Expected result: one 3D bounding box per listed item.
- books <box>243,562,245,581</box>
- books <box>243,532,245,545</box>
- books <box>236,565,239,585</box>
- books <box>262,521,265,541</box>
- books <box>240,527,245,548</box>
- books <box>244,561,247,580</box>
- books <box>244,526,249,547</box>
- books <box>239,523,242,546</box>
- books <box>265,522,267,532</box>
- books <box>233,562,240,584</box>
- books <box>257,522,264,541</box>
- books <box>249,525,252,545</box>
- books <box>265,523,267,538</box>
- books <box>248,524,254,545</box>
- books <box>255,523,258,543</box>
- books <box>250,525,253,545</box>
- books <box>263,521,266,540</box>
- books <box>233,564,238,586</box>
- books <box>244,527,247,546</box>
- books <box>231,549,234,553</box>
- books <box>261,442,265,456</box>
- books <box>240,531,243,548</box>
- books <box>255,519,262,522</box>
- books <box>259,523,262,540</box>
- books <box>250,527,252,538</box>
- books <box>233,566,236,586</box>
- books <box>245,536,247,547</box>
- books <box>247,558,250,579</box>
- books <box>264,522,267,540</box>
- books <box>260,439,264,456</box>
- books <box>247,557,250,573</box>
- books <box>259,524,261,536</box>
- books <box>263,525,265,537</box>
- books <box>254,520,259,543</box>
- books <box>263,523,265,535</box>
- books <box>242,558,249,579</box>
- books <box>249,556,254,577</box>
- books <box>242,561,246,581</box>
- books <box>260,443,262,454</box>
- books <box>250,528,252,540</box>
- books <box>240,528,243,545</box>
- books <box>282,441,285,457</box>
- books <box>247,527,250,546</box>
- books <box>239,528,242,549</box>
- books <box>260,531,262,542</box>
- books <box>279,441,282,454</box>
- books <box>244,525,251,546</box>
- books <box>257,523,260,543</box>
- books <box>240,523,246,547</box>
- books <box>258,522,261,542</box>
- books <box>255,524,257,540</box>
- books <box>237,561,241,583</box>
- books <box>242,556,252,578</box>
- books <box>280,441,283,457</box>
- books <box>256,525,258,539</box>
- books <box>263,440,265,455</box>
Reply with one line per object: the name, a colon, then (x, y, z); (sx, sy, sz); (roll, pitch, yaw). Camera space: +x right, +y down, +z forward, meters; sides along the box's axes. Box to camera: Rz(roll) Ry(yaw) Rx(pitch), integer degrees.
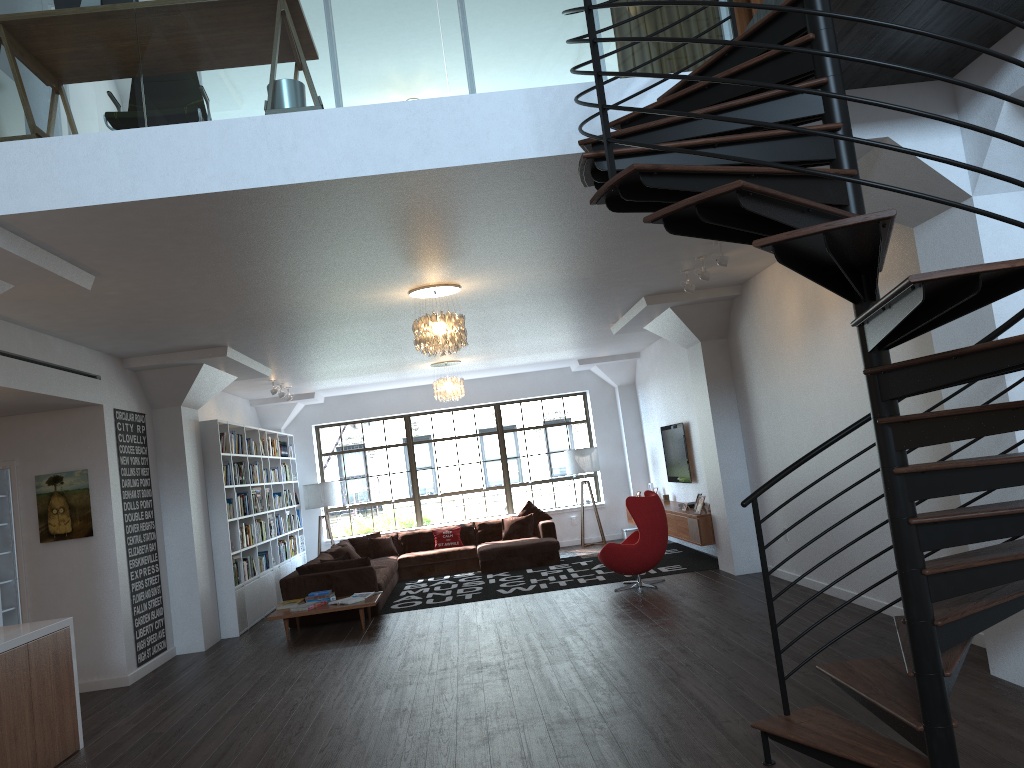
books: (-3.226, 2.215, 10.420); (0.161, 0.223, 0.032); (-7, -5, -4)
books: (-3.292, 1.858, 10.625); (0.161, 0.223, 0.027); (-7, -5, -4)
books: (-3.203, 2.183, 10.100); (0.161, 0.223, 0.032); (-7, -5, -4)
books: (-3.347, 1.936, 11.625); (0.180, 0.259, 0.060); (-7, -5, -4)
books: (-3.291, 1.843, 10.584); (0.171, 0.246, 0.057); (-7, -5, -4)
books: (-3.235, 2.223, 10.507); (0.161, 0.223, 0.033); (-7, -5, -4)
books: (-3.300, 1.862, 10.792); (0.171, 0.246, 0.057); (-7, -5, -4)
books: (-3.269, 1.802, 10.452); (0.140, 0.298, 0.044); (-7, -5, -4)
books: (-3.363, 1.970, 11.826); (0.168, 0.231, 0.037); (-7, -5, -4)
books: (-3.221, 2.174, 10.137); (0.183, 0.253, 0.042); (-7, -5, -4)
books: (-3.334, 1.930, 11.543); (0.183, 0.253, 0.034); (-7, -5, -4)
books: (-3.305, 1.870, 10.908); (0.183, 0.253, 0.034); (-7, -5, -4)
books: (-3.349, 1.970, 11.795); (0.161, 0.223, 0.026); (-7, -5, -4)
books: (-3.313, 1.882, 11.043); (0.183, 0.253, 0.034); (-7, -5, -4)
books: (-3.317, 1.903, 11.242); (0.160, 0.250, 0.026); (-7, -5, -4)
books: (-3.314, 1.882, 11.014); (0.160, 0.250, 0.026); (-7, -5, -4)
books: (-3.358, 1.949, 11.722); (0.183, 0.253, 0.034); (-7, -5, -4)
books: (-3.204, 2.168, 10.025); (0.174, 0.240, 0.054); (-7, -5, -4)
books: (-3.319, 1.863, 10.740); (0.174, 0.240, 0.045); (-7, -5, -4)
books: (-3.273, 1.902, 10.065); (0.197, 0.035, 0.284); (-6, -5, -14)
books: (-3.511, 0.902, 12.216); (0.161, 0.207, 0.130); (-7, -5, -4)
books: (-3.271, 1.852, 10.494); (0.144, 0.207, 0.048); (-7, -5, -4)
books: (-3.347, 1.916, 11.578); (0.176, 0.290, 0.036); (-7, -5, -4)
books: (-3.342, 1.934, 11.503); (0.174, 0.240, 0.045); (-7, -5, -4)
books: (-3.319, 1.885, 10.978); (0.174, 0.240, 0.045); (-7, -5, -4)
books: (-3.201, 2.173, 9.982); (0.161, 0.223, 0.032); (-7, -5, -4)
books: (-3.298, 1.866, 10.705); (0.161, 0.223, 0.026); (-7, -5, -4)
books: (-3.246, 2.226, 10.649); (0.171, 0.246, 0.039); (-7, -5, -4)
books: (-3.359, 1.960, 11.760); (0.174, 0.240, 0.045); (-7, -5, -4)
books: (-3.518, 0.884, 12.163); (0.174, 0.236, 0.136); (-7, -5, -4)
books: (-3.251, 2.228, 10.688); (0.160, 0.251, 0.039); (-7, -5, -4)
books: (-3.332, 1.923, 11.427); (0.171, 0.246, 0.057); (-7, -5, -4)
books: (-3.345, 1.944, 11.667); (0.160, 0.250, 0.026); (-7, -5, -4)
books: (-3.330, 1.890, 11.307); (0.176, 0.290, 0.053); (-7, -5, -4)
books: (-3.346, 1.960, 11.691); (0.161, 0.223, 0.027); (-7, -5, -4)
books: (-3.246, 2.214, 10.576); (0.183, 0.253, 0.042); (-7, -5, -4)
books: (-3.255, 2.238, 10.814); (0.183, 0.253, 0.042); (-7, -5, -4)
books: (-3.239, 2.216, 10.464); (0.176, 0.231, 0.053); (-7, -5, -4)
books: (-3.513, 0.866, 12.077); (0.183, 0.253, 0.042); (-7, -5, -4)
books: (-3.311, 1.873, 10.940); (0.183, 0.253, 0.034); (-7, -5, -4)
books: (-3.291, 1.841, 10.537); (0.159, 0.241, 0.038); (-7, -5, -4)
books: (-3.612, 1.019, 13.670); (0.183, 0.253, 0.042); (-7, -5, -4)
books: (-3.307, 1.875, 10.838); (0.168, 0.231, 0.037); (-7, -5, -4)
books: (-3.280, 1.824, 10.398); (0.189, 0.247, 0.057); (-7, -5, -4)
books: (-3.331, 1.938, 11.467); (0.161, 0.223, 0.027); (-7, -5, -4)
books: (-3.608, 1.003, 13.496); (0.183, 0.253, 0.042); (-7, -5, -4)
books: (-3.307, 1.867, 10.874); (0.183, 0.253, 0.034); (-7, -5, -4)
books: (-3.329, 1.912, 11.349); (0.183, 0.253, 0.034); (-7, -5, -4)
books: (-3.301, 1.829, 10.668); (0.176, 0.290, 0.053); (-7, -5, -4)
books: (-3.327, 1.915, 11.382); (0.183, 0.253, 0.034); (-7, -5, -4)
books: (-3.331, 1.883, 11.197); (0.198, 0.284, 0.066); (-7, -5, -4)
books: (-3.225, 2.182, 10.219); (0.180, 0.251, 0.048); (-7, -5, -4)
books: (-3.256, 2.228, 10.728); (0.180, 0.259, 0.042); (-7, -5, -4)
books: (-3.605, 1.006, 13.540); (0.183, 0.253, 0.042); (-7, -5, -4)
books: (-3.314, 1.918, 11.266); (0.161, 0.223, 0.026); (-7, -5, -4)
books: (-3.521, 0.904, 12.328); (0.161, 0.223, 0.032); (-7, -5, -4)
